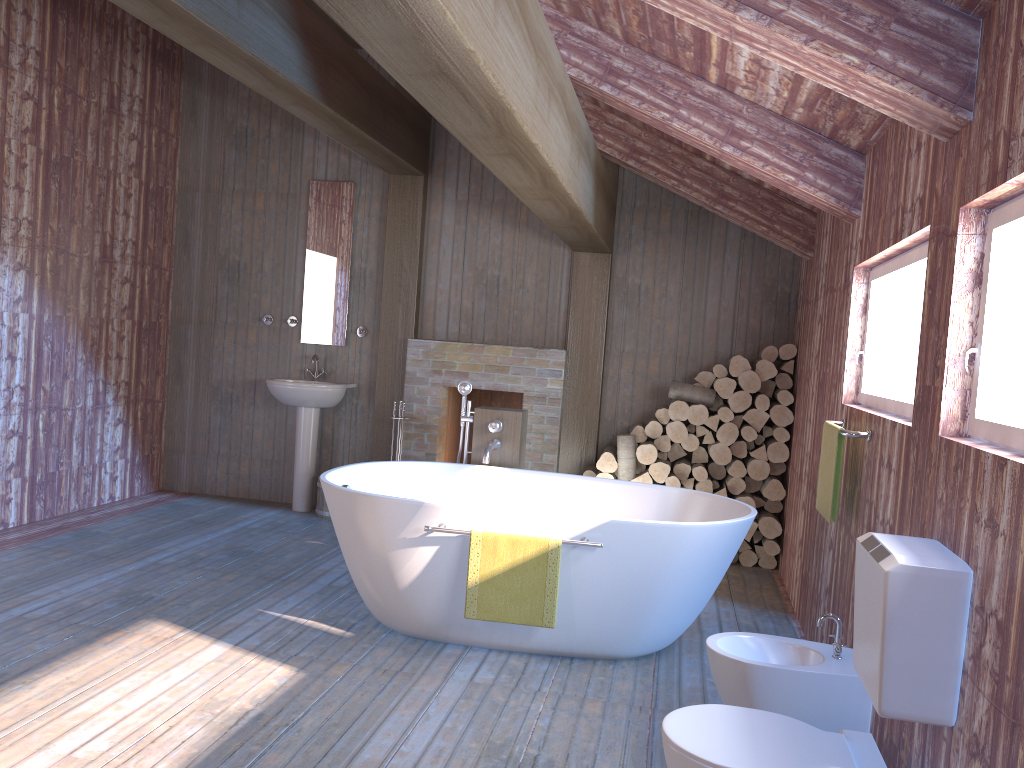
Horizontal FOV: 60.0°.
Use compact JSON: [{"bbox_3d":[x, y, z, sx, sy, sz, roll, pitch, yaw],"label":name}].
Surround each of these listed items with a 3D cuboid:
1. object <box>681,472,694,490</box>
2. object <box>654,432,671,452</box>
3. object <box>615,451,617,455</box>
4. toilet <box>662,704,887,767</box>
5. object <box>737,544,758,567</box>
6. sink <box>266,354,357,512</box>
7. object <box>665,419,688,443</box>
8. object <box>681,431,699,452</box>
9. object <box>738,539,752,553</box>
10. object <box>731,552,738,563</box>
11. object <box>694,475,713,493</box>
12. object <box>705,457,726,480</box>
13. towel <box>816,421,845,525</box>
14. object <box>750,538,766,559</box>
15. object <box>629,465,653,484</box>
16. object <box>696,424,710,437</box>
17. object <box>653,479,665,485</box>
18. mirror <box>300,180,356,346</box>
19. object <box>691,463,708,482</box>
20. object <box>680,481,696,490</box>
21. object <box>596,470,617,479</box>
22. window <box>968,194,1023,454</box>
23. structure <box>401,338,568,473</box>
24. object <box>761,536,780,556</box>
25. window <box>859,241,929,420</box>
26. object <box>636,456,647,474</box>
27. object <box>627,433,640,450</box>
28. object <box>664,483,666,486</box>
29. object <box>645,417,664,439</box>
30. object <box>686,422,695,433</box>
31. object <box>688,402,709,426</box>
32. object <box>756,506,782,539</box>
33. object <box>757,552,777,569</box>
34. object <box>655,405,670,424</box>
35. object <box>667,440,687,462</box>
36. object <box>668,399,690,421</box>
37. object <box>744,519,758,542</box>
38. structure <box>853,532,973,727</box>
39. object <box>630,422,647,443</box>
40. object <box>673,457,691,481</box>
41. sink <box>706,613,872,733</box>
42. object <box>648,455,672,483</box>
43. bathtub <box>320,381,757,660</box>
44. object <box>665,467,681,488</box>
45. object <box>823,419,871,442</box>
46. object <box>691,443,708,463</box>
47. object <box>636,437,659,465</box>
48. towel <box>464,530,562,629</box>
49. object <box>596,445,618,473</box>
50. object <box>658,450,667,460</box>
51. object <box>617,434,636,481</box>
[{"bbox_3d":[1.150,0.635,5.843,0.086,0.089,0.279,5,3,9],"label":"object"},{"bbox_3d":[0.998,0.379,5.871,0.111,0.113,0.301,5,3,10],"label":"object"},{"bbox_3d":[0.761,0.479,6.019,0.099,0.093,0.280,5,3,12],"label":"object"},{"bbox_3d":[0.626,1.076,2.199,0.534,0.400,0.375,5,3,12],"label":"toilet"},{"bbox_3d":[1.537,1.117,5.827,0.116,0.117,0.289,4,3,9],"label":"object"},{"bbox_3d":[-1.497,0.357,6.379,0.582,1.143,0.475,5,3,10],"label":"sink"},{"bbox_3d":[1.081,0.296,5.840,0.141,0.143,0.437,5,3,9],"label":"object"},{"bbox_3d":[1.171,0.368,5.824,0.115,0.123,0.291,5,3,12],"label":"object"},{"bbox_3d":[1.521,1.031,5.830,0.084,0.105,0.280,5,3,9],"label":"object"},{"bbox_3d":[1.435,1.102,5.904,0.116,0.118,0.289,4,3,9],"label":"object"},{"bbox_3d":[1.256,0.659,5.825,0.111,0.113,0.301,5,3,9],"label":"object"},{"bbox_3d":[1.353,0.557,5.900,0.116,0.118,0.289,4,3,9],"label":"object"},{"bbox_3d":[1.229,0.334,3.426,0.032,0.361,0.370,5,3,11],"label":"towel"},{"bbox_3d":[1.615,1.074,5.818,0.085,0.086,0.278,4,3,9],"label":"object"},{"bbox_3d":[0.861,0.637,5.921,0.155,0.174,0.483,5,3,9],"label":"object"},{"bbox_3d":[1.248,0.297,5.810,0.088,0.092,0.280,5,3,12],"label":"object"},{"bbox_3d":[0.969,0.680,5.873,0.088,0.092,0.280,5,3,12],"label":"object"},{"bbox_3d":[-1.355,-0.889,6.523,0.350,1.199,0.009,5,3,11],"label":"mirror"},{"bbox_3d":[1.224,0.561,5.823,0.098,0.100,0.437,5,3,9],"label":"object"},{"bbox_3d":[1.169,0.720,5.938,0.121,0.124,0.291,5,3,12],"label":"object"},{"bbox_3d":[0.633,0.629,5.938,0.137,0.133,0.437,5,3,9],"label":"object"},{"bbox_3d":[1.076,-0.131,1.632,0.054,0.587,1.255,5,3,12],"label":"window"},{"bbox_3d":[-0.213,0.378,6.274,1.130,1.330,0.226,5,3,11],"label":"structure"},{"bbox_3d":[1.669,1.015,5.756,0.102,0.109,0.438,5,3,11],"label":"object"},{"bbox_3d":[1.391,-0.180,3.146,0.054,0.587,1.255,5,3,12],"label":"window"},{"bbox_3d":[0.852,0.528,5.989,0.121,0.124,0.291,5,3,12],"label":"object"},{"bbox_3d":[0.808,0.400,6.010,0.108,0.113,0.302,5,3,11],"label":"object"},{"bbox_3d":[1.039,0.717,5.874,0.114,0.120,0.303,5,3,12],"label":"object"},{"bbox_3d":[0.944,0.286,5.862,0.115,0.123,0.291,5,3,12],"label":"object"},{"bbox_3d":[1.172,0.283,5.809,0.057,0.061,0.156,5,3,10],"label":"object"},{"bbox_3d":[1.215,0.183,5.817,0.138,0.147,0.440,5,3,11],"label":"object"},{"bbox_3d":[1.657,0.888,5.757,0.147,0.152,0.439,5,3,11],"label":"object"},{"bbox_3d":[1.659,1.124,5.816,0.114,0.113,0.301,4,3,9],"label":"object"},{"bbox_3d":[1.006,0.200,5.862,0.106,0.112,0.282,5,3,12],"label":"object"},{"bbox_3d":[1.109,0.436,5.940,0.128,0.150,0.323,5,3,11],"label":"object"},{"bbox_3d":[1.104,0.160,5.838,0.135,0.145,0.439,5,3,11],"label":"object"},{"bbox_3d":[1.504,0.917,5.813,0.169,0.152,0.481,5,3,10],"label":"object"},{"bbox_3d":[0.933,0.566,2.117,0.182,0.363,0.358,5,3,12],"label":"structure"},{"bbox_3d":[0.848,0.322,5.930,0.114,0.113,0.301,4,3,9],"label":"object"},{"bbox_3d":[1.123,0.556,5.847,0.114,0.120,0.303,5,3,12],"label":"object"},{"bbox_3d":[0.897,1.001,2.943,0.515,0.517,0.335,5,3,12],"label":"sink"},{"bbox_3d":[0.985,0.553,5.885,0.139,0.148,0.458,5,3,11],"label":"object"},{"bbox_3d":[0.075,0.595,4.119,1.935,1.109,1.460,6,3,33],"label":"bathtub"},{"bbox_3d":[1.058,0.626,5.854,0.098,0.100,0.437,5,3,9],"label":"object"},{"bbox_3d":[1.275,0.171,3.407,0.091,0.043,0.581,5,3,11],"label":"object"},{"bbox_3d":[1.255,0.462,5.916,0.104,0.127,0.321,5,3,11],"label":"object"},{"bbox_3d":[0.904,0.438,5.882,0.138,0.147,0.440,5,3,11],"label":"object"},{"bbox_3d":[0.004,0.781,3.556,0.370,0.361,0.032,4,3,7],"label":"towel"},{"bbox_3d":[0.650,0.499,5.942,0.139,0.137,0.455,5,3,9],"label":"object"},{"bbox_3d":[0.998,0.461,5.874,0.064,0.068,0.174,5,3,10],"label":"object"},{"bbox_3d":[0.740,0.475,5.740,0.147,0.298,0.109,5,3,13],"label":"object"}]
